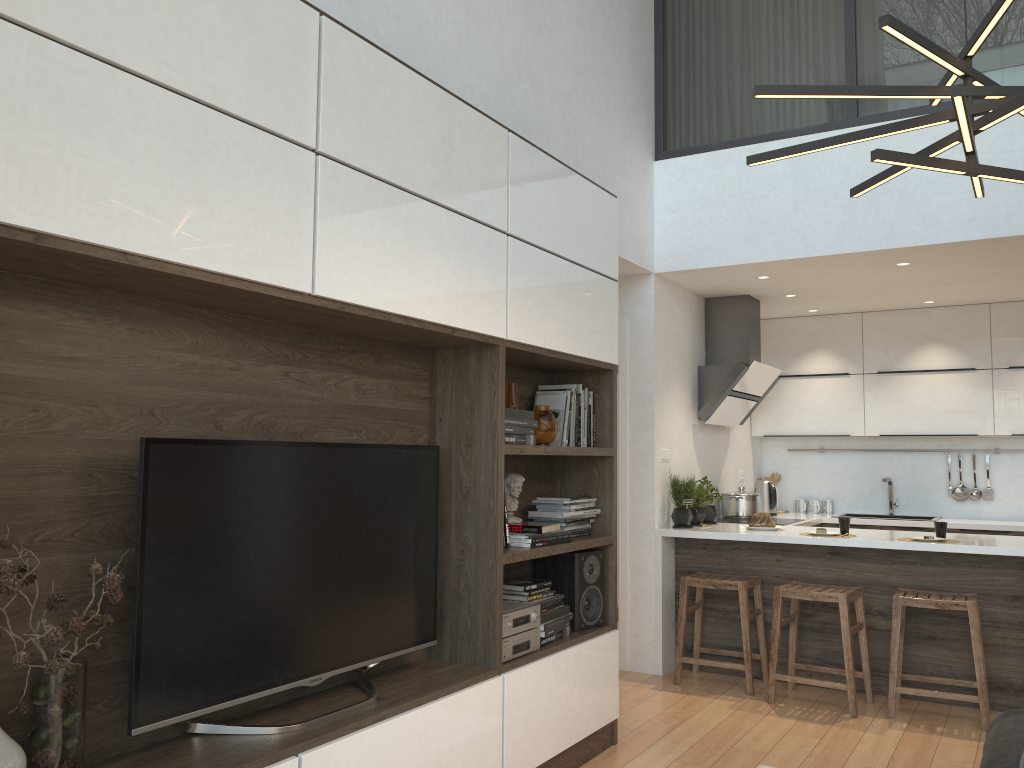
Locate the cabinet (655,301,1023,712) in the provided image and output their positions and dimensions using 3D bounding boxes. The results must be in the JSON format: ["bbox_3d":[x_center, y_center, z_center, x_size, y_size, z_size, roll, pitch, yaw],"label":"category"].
[{"bbox_3d":[2.973,0.548,5.466,3.495,2.401,2.401,-2,-6,31],"label":"cabinet"}]

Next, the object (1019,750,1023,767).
[{"bbox_3d":[1.861,1.214,2.631,0.548,0.369,0.685,-3,-6,38],"label":"object"}]

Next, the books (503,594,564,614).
[{"bbox_3d":[0.063,0.902,3.662,0.224,0.042,0.277,-2,-5,26],"label":"books"}]

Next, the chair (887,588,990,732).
[{"bbox_3d":[2.137,1.361,4.455,0.450,0.600,0.350,-2,-5,28],"label":"chair"}]

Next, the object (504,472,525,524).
[{"bbox_3d":[-0.014,0.469,3.665,0.117,0.207,0.116,2,-5,-19],"label":"object"}]

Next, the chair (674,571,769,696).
[{"bbox_3d":[1.196,1.403,5.061,0.450,0.600,0.350,-2,-6,31],"label":"chair"}]

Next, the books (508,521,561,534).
[{"bbox_3d":[0.039,0.585,3.628,0.266,0.030,0.209,-2,-5,24],"label":"books"}]

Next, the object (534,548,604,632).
[{"bbox_3d":[0.260,0.903,3.941,0.244,0.331,0.214,-4,-6,41],"label":"object"}]

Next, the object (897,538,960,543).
[{"bbox_3d":[2.205,0.828,4.695,0.304,0.002,0.304,3,-5,-27],"label":"object"}]

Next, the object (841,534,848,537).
[{"bbox_3d":[1.830,0.835,4.890,0.025,0.011,0.126,-3,-6,34],"label":"object"}]

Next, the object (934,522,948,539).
[{"bbox_3d":[2.287,0.784,4.728,0.066,0.093,0.066,0,-5,4],"label":"object"}]

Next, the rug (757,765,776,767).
[{"bbox_3d":[1.085,1.458,2.222,1.606,0.013,2.496,-2,-6,30],"label":"rug"}]

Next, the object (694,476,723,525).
[{"bbox_3d":[1.266,0.754,5.772,0.179,0.311,0.172,-4,-6,41],"label":"object"}]

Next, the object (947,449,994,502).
[{"bbox_3d":[3.382,0.676,6.568,0.320,0.389,0.069,-2,-6,32],"label":"object"}]

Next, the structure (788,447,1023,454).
[{"bbox_3d":[3.551,0.489,6.493,3.000,0.045,0.050,-2,-6,31],"label":"structure"}]

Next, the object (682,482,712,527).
[{"bbox_3d":[1.160,0.753,5.606,0.221,0.283,0.211,-4,-7,44],"label":"object"}]

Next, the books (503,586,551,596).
[{"bbox_3d":[0.054,0.850,3.668,0.142,0.015,0.198,-2,-5,29],"label":"books"}]

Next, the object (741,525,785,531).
[{"bbox_3d":[1.512,0.866,5.342,0.261,0.021,0.261,-2,-5,25],"label":"object"}]

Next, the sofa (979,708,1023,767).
[{"bbox_3d":[1.635,0.923,1.606,2.108,0.995,3.169,-2,-6,31],"label":"sofa"}]

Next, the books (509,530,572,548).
[{"bbox_3d":[0.058,0.623,3.603,0.250,0.047,0.310,-3,-6,36],"label":"books"}]

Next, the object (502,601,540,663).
[{"bbox_3d":[-0.069,0.932,3.361,0.270,0.174,0.285,-2,-6,31],"label":"object"}]

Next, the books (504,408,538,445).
[{"bbox_3d":[-0.090,0.170,3.455,0.277,0.137,0.343,-2,-5,26],"label":"books"}]

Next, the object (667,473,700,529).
[{"bbox_3d":[1.048,0.695,5.425,0.186,0.367,0.196,-2,-6,30],"label":"object"}]

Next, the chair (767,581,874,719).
[{"bbox_3d":[1.620,1.374,4.669,0.450,0.600,0.350,-3,-6,36],"label":"chair"}]

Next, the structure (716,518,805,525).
[{"bbox_3d":[1.666,0.938,6.091,0.550,0.006,0.609,-2,-6,31],"label":"structure"}]

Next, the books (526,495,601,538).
[{"bbox_3d":[0.215,0.587,3.930,0.224,0.176,0.374,-2,-5,30],"label":"books"}]

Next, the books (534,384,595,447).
[{"bbox_3d":[0.215,0.145,3.998,0.201,0.287,0.332,-2,-6,31],"label":"books"}]

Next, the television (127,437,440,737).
[{"bbox_3d":[-0.587,0.562,2.618,0.229,0.779,1.220,-2,-6,31],"label":"television"}]

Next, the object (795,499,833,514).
[{"bbox_3d":[2.411,0.977,7.082,0.297,0.105,0.112,-2,-6,32],"label":"object"}]

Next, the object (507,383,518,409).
[{"bbox_3d":[-0.004,0.126,3.686,0.082,0.265,0.081,4,-6,-38],"label":"object"}]

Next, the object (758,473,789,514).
[{"bbox_3d":[2.079,0.873,7.147,0.221,0.316,0.330,-2,-6,31],"label":"object"}]

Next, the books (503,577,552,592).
[{"bbox_3d":[0.042,0.832,3.679,0.161,0.023,0.213,-3,-6,34],"label":"books"}]

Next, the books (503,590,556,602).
[{"bbox_3d":[0.056,0.869,3.666,0.161,0.023,0.213,-3,-6,34],"label":"books"}]

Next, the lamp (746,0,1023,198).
[{"bbox_3d":[1.172,-2.343,2.383,1.200,3.645,0.831,-4,-6,41],"label":"lamp"}]

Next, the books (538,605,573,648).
[{"bbox_3d":[0.082,0.984,3.650,0.248,0.123,0.307,-2,-5,26],"label":"books"}]

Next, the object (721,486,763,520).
[{"bbox_3d":[1.627,0.838,6.282,0.315,0.223,0.288,2,-5,-18],"label":"object"}]

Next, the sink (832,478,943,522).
[{"bbox_3d":[2.784,0.959,6.586,0.706,0.518,0.512,-2,-6,31],"label":"sink"}]

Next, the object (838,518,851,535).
[{"bbox_3d":[1.877,0.804,5.006,0.066,0.093,0.066,3,-5,-24],"label":"object"}]

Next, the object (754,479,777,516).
[{"bbox_3d":[1.923,0.862,6.746,0.179,0.270,0.220,-1,-5,18],"label":"object"}]

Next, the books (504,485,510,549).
[{"bbox_3d":[-0.098,0.508,3.413,0.177,0.242,0.066,-2,-6,30],"label":"books"}]

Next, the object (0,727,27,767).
[{"bbox_3d":[-1.134,0.674,1.727,0.313,0.397,0.313,2,-5,-17],"label":"object"}]

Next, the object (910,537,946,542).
[{"bbox_3d":[2.186,0.816,4.657,0.176,0.014,0.176,-3,-6,35],"label":"object"}]

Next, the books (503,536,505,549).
[{"bbox_3d":[-0.119,0.501,3.392,0.193,0.255,0.066,-2,-6,30],"label":"books"}]

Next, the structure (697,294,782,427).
[{"bbox_3d":[1.604,-0.208,6.235,0.407,0.998,0.898,-2,-6,31],"label":"structure"}]

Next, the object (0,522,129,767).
[{"bbox_3d":[-0.980,0.585,1.846,0.317,0.598,0.542,3,-5,-23],"label":"object"}]

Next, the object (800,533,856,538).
[{"bbox_3d":[1.774,0.848,4.984,0.305,0.002,0.305,1,-5,0],"label":"object"}]

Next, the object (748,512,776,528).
[{"bbox_3d":[1.509,0.828,5.360,0.155,0.101,0.161,-2,-5,26],"label":"object"}]

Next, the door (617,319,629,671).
[{"bbox_3d":[0.289,0.680,5.646,0.974,2.136,0.085,-2,-6,31],"label":"door"}]

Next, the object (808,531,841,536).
[{"bbox_3d":[1.744,0.838,4.960,0.176,0.014,0.176,-1,-5,21],"label":"object"}]

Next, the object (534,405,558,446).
[{"bbox_3d":[0.127,0.178,3.736,0.130,0.171,0.130,2,-5,-20],"label":"object"}]

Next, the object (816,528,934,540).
[{"bbox_3d":[1.956,0.812,4.803,0.597,0.039,0.064,-2,-5,27],"label":"object"}]

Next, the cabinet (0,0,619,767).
[{"bbox_3d":[-0.676,0.214,2.405,0.338,2.494,4.036,-2,-6,31],"label":"cabinet"}]
